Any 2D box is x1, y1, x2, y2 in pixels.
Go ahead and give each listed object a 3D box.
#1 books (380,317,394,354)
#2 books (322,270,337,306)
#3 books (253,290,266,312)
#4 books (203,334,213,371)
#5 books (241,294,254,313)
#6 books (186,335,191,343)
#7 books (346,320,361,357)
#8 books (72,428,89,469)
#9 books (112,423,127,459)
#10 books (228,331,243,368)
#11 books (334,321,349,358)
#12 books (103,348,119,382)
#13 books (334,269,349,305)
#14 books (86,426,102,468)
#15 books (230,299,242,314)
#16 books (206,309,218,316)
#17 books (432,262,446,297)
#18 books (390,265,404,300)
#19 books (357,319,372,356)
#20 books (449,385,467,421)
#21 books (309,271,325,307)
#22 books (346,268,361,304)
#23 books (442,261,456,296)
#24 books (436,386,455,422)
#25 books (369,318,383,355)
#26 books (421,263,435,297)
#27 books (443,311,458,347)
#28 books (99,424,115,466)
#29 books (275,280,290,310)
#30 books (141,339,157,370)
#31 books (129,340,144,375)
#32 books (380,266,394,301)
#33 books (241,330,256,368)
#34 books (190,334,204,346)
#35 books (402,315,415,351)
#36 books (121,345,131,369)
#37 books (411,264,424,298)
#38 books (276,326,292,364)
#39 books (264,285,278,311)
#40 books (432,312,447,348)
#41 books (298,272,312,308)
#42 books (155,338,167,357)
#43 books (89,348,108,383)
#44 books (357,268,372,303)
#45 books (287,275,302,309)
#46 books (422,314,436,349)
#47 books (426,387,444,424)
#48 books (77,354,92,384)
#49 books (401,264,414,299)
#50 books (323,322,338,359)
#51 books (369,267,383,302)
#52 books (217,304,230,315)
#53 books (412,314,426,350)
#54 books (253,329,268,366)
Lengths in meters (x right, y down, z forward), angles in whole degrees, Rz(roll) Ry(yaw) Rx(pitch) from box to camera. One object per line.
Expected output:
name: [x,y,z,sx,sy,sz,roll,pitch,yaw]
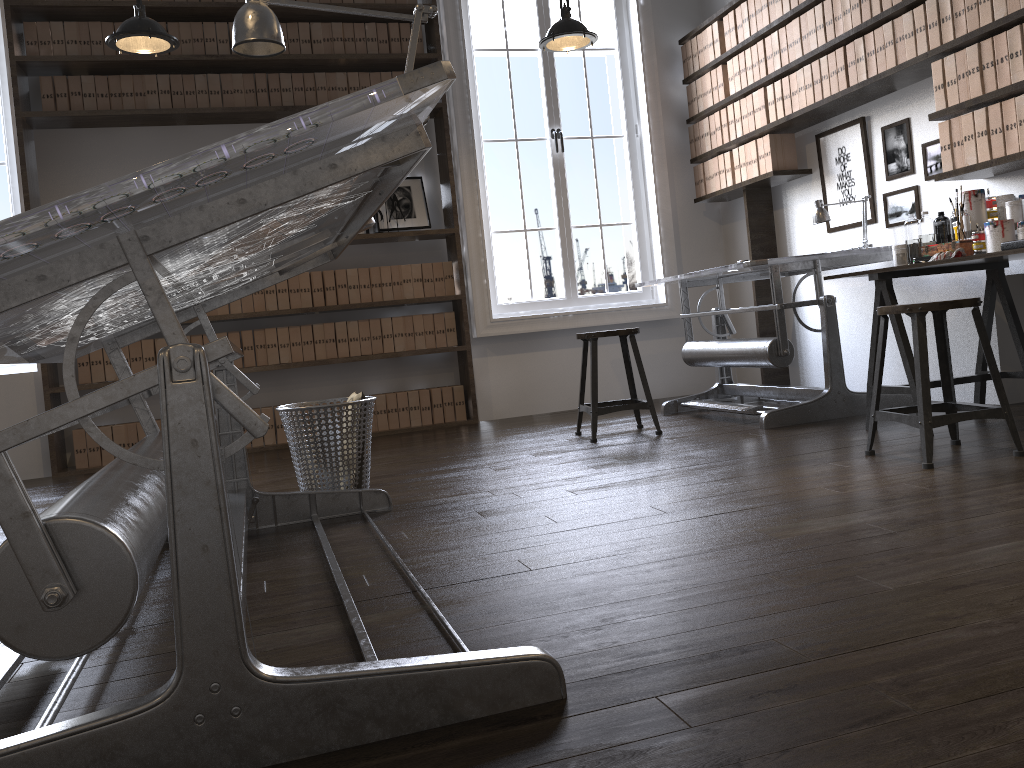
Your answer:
books: [-0.808,-0.310,5.658,0.067,0.226,0.174,-6,1,-16]
books: [-1.151,-0.594,5.564,0.067,0.226,0.174,-6,1,-16]
books: [-1.561,-0.546,5.449,0.067,0.225,0.174,-6,1,-16]
books: [-1.822,-0.191,5.362,0.067,0.225,0.174,-6,1,-16]
books: [-1.627,-0.538,5.427,0.067,0.225,0.174,-6,1,-16]
books: [-1.953,-0.176,5.318,0.067,0.226,0.174,-6,1,-16]
books: [-1.009,-0.286,5.600,0.067,0.225,0.174,-6,1,-16]
books: [-2.496,0.372,5.153,0.067,0.225,0.174,-6,1,-16]
books: [-2.292,0.349,5.209,0.067,0.225,0.174,-6,1,-16]
books: [-1.687,-0.207,5.403,0.067,0.225,0.174,-6,1,-16]
books: [-1.077,-0.278,5.576,0.067,0.225,0.174,-6,1,-16]
books: [-2.347,-0.130,5.204,0.067,0.225,0.174,-6,1,-16]
books: [-1.081,-0.602,5.590,0.067,0.225,0.174,-6,1,-16]
books: [-2.429,0.365,5.170,0.067,0.225,0.174,-6,1,-16]
books: [-1.693,-0.531,5.404,0.067,0.226,0.174,-6,1,-16]
books: [-1.823,-0.516,5.369,0.067,0.225,0.174,-6,1,-16]
books: [-0.492,-0.671,5.765,0.067,0.225,0.174,-6,1,-16]
books: [-0.749,-0.641,5.687,0.067,0.225,0.174,-6,1,-16]
books: [-0.943,-0.294,5.624,0.067,0.225,0.174,-6,1,-16]
books: [-0.358,0.123,5.782,0.067,0.225,0.174,-6,1,-16]
books: [-1.223,-0.586,5.548,0.067,0.225,0.174,-6,1,-16]
books: [-1.011,-0.610,5.606,0.067,0.225,0.174,-6,1,-16]
books: [-0.428,-0.678,5.777,0.067,0.226,0.174,-6,1,-16]
books: [-0.431,0.131,5.763,0.067,0.225,0.174,-6,1,-16]
books: [-0.876,-0.302,5.642,0.067,0.225,0.174,-6,1,-16]
books: [-0.558,-0.663,5.743,0.067,0.225,0.174,-6,1,-16]
books: [-0.416,-0.355,5.774,0.067,0.225,0.174,-6,1,-16]
books: [-2.361,0.357,5.187,0.067,0.226,0.174,-6,1,-16]
books: [-1.423,-0.562,5.482,0.067,0.225,0.174,-6,1,-16]
books: [-2.146,-0.153,5.262,0.067,0.226,0.174,-6,1,-16]
books: [-2.214,-0.145,5.246,0.067,0.225,0.174,-6,1,-16]
books: [-0.811,-0.633,5.663,0.067,0.226,0.174,-6,1,-16]
books: [-1.614,-0.215,5.419,0.067,0.226,0.174,-6,1,-16]
books: [-1.890,-0.183,5.342,0.067,0.225,0.174,-6,1,-16]
books: [-0.680,-0.325,5.699,0.067,0.225,0.174,-6,1,-16]
books: [-2.281,-0.138,5.228,0.067,0.225,0.174,-6,1,-16]
books: [-0.624,-0.655,5.720,0.067,0.226,0.174,-6,1,-16]
books: [-1.412,-0.239,5.481,0.067,0.225,0.174,-6,1,-16]
books: [-1.493,-0.554,5.465,0.067,0.225,0.174,-6,1,-16]
books: [-0.484,-0.348,5.758,0.067,0.225,0.174,-6,1,-16]
books: [-1.295,-0.577,5.524,0.067,0.225,0.174,-6,1,-16]
books: [-2.077,-0.161,5.284,0.067,0.225,0.174,-6,1,-16]
books: [-2.415,-0.122,5.180,0.067,0.225,0.174,-6,1,-16]
books: [-0.945,-0.618,5.630,0.067,0.225,0.174,-6,1,-16]
books: [-1.354,-0.570,5.502,0.067,0.226,0.174,-6,1,-16]
books: [-0.552,-0.340,5.738,0.067,0.225,0.174,-6,1,-16]
books: [-0.501,0.140,5.737,0.067,0.226,0.174,-6,1,-16]
books: [-2.484,-0.114,5.160,0.067,0.226,0.174,-6,1,-16]
books: [-0.688,-0.648,5.703,0.067,0.225,0.174,-6,1,-16]
books: [-1.146,-0.270,5.556,0.067,0.226,0.174,-6,1,-16]
books: [-0.877,-0.626,5.650,0.067,0.225,0.174,-6,1,-16]
books: [-1.762,-0.522,5.385,0.067,0.225,0.174,-6,1,-16]
books: [-0.615,-0.332,5.714,0.067,0.226,0.174,-6,1,-16]
books: [-1.545,-0.224,5.445,0.067,0.225,0.174,-6,1,-16]
